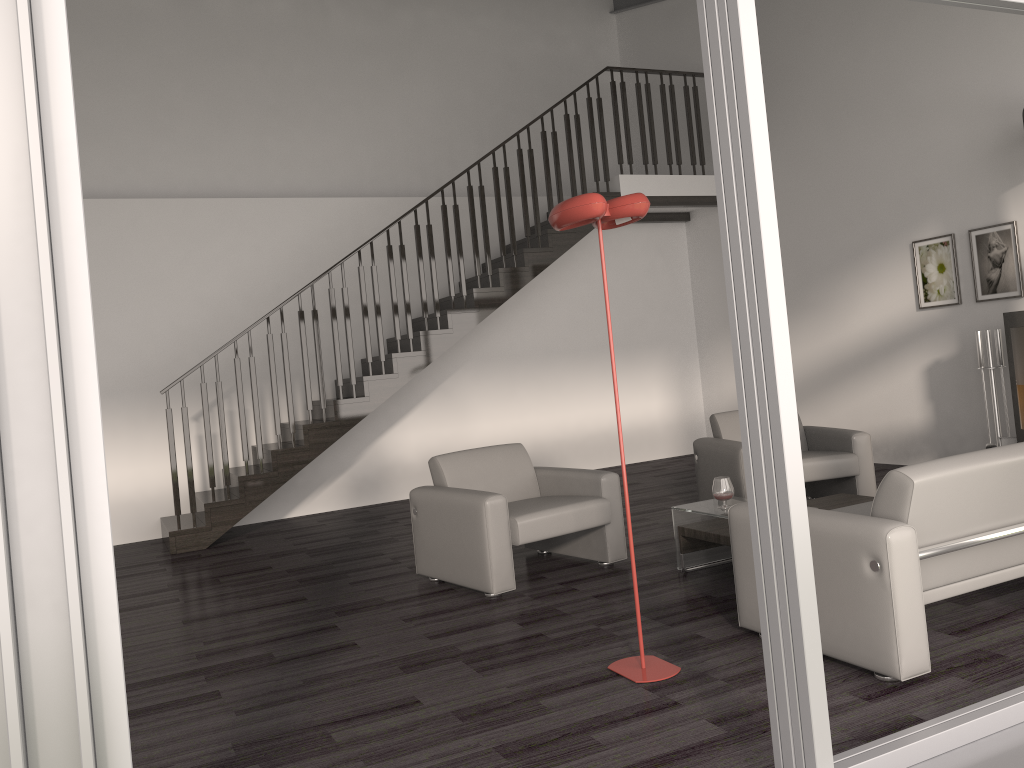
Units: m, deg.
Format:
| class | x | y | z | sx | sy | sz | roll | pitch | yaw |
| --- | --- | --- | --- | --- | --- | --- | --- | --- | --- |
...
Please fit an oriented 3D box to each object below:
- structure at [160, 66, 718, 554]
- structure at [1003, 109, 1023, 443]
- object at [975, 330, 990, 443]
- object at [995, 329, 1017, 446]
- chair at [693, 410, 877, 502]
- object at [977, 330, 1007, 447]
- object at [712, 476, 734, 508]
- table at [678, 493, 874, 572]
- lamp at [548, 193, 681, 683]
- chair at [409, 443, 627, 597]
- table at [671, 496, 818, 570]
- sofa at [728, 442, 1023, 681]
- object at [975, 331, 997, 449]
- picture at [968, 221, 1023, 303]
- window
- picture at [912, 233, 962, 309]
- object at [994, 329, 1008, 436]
| class | x | y | z | sx | sy | sz | roll | pitch | yaw |
| --- | --- | --- | --- | --- | --- | --- | --- | --- | --- |
| structure | -0.199 | -1.003 | 8.717 | 6.351 | 4.097 | 0.998 | -6 | -1 | -25 |
| structure | 3.983 | -0.648 | 6.030 | 1.117 | 2.676 | 0.816 | -5 | -1 | -25 |
| object | 3.539 | 0.090 | 6.665 | 0.116 | 0.984 | 0.042 | -7 | -2 | 40 |
| object | 3.630 | 0.119 | 6.513 | 0.145 | 1.053 | 0.075 | -6 | -1 | 26 |
| chair | 1.883 | 0.536 | 6.186 | 0.964 | 0.718 | 0.909 | -6 | 0 | -10 |
| object | 3.594 | 0.158 | 6.583 | 0.400 | 1.126 | 0.401 | -6 | -1 | 24 |
| object | 1.110 | 0.569 | 4.657 | 0.116 | 0.156 | 0.115 | -5 | 0 | -17 |
| table | 1.573 | 0.827 | 4.769 | 1.202 | 0.250 | 0.599 | -6 | 1 | -25 |
| lamp | 0.411 | 0.187 | 3.365 | 0.354 | 1.789 | 0.364 | -5 | -1 | -25 |
| chair | 0.038 | 0.734 | 5.140 | 0.965 | 0.718 | 0.908 | -6 | 0 | -35 |
| table | 1.207 | 0.811 | 4.599 | 0.401 | 0.342 | 0.679 | -6 | 1 | -25 |
| sofa | 2.006 | 0.568 | 3.770 | 2.117 | 0.718 | 0.900 | -6 | 0 | -25 |
| object | 3.483 | 0.117 | 6.513 | 0.078 | 1.021 | 0.167 | -6 | -1 | 27 |
| picture | 3.744 | -0.939 | 6.857 | 0.026 | 0.578 | 0.393 | -5 | -1 | -25 |
| window | 0.588 | -0.651 | 2.220 | 9.758 | 3.474 | 0.384 | -6 | -1 | -25 |
| picture | 3.516 | -0.926 | 7.341 | 0.026 | 0.578 | 0.393 | -5 | -1 | -25 |
| object | 3.700 | 0.109 | 6.586 | 0.113 | 1.049 | 0.041 | -6 | -1 | 20 |
